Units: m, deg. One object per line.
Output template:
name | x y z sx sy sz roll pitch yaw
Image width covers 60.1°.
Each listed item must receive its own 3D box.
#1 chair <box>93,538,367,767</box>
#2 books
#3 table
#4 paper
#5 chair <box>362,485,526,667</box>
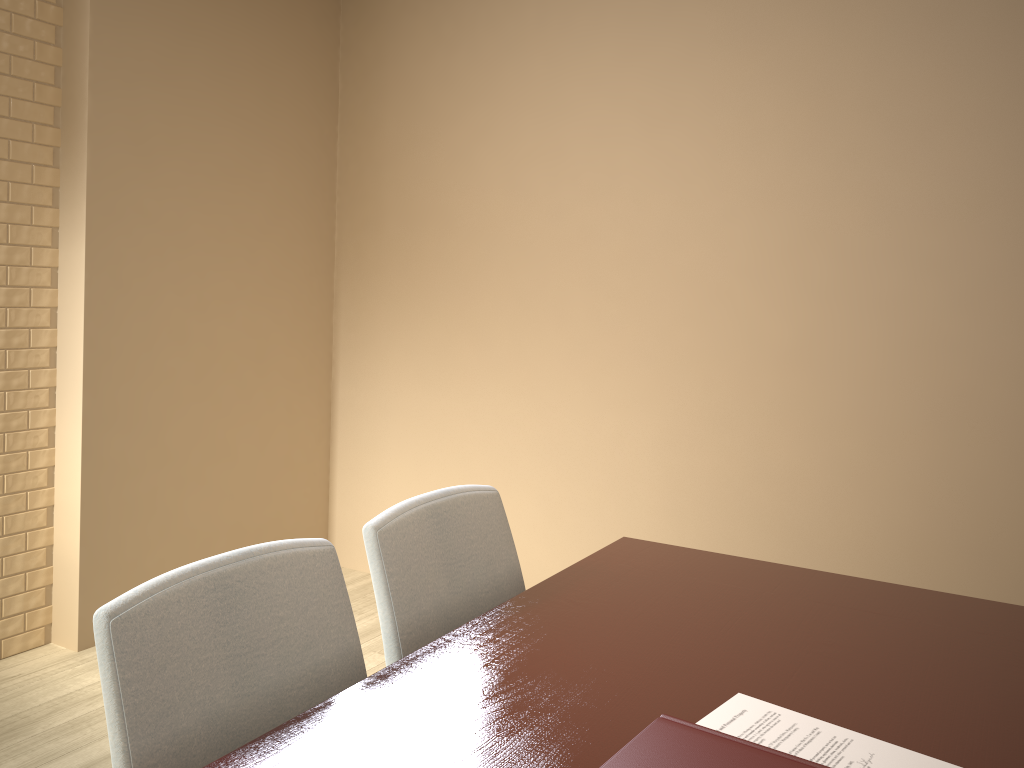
chair | -0.174 0.649 1.020 0.506 0.826 0.400 3 2 30
books | 0.176 0.339 0.728 0.183 0.032 0.165 5 7 35
table | 0.101 0.745 0.905 0.752 0.678 1.762 4 5 30
paper | 0.328 0.407 0.940 0.291 0.001 0.210 6 7 40
chair | 0.056 0.618 1.413 0.506 0.826 0.400 3 2 30
